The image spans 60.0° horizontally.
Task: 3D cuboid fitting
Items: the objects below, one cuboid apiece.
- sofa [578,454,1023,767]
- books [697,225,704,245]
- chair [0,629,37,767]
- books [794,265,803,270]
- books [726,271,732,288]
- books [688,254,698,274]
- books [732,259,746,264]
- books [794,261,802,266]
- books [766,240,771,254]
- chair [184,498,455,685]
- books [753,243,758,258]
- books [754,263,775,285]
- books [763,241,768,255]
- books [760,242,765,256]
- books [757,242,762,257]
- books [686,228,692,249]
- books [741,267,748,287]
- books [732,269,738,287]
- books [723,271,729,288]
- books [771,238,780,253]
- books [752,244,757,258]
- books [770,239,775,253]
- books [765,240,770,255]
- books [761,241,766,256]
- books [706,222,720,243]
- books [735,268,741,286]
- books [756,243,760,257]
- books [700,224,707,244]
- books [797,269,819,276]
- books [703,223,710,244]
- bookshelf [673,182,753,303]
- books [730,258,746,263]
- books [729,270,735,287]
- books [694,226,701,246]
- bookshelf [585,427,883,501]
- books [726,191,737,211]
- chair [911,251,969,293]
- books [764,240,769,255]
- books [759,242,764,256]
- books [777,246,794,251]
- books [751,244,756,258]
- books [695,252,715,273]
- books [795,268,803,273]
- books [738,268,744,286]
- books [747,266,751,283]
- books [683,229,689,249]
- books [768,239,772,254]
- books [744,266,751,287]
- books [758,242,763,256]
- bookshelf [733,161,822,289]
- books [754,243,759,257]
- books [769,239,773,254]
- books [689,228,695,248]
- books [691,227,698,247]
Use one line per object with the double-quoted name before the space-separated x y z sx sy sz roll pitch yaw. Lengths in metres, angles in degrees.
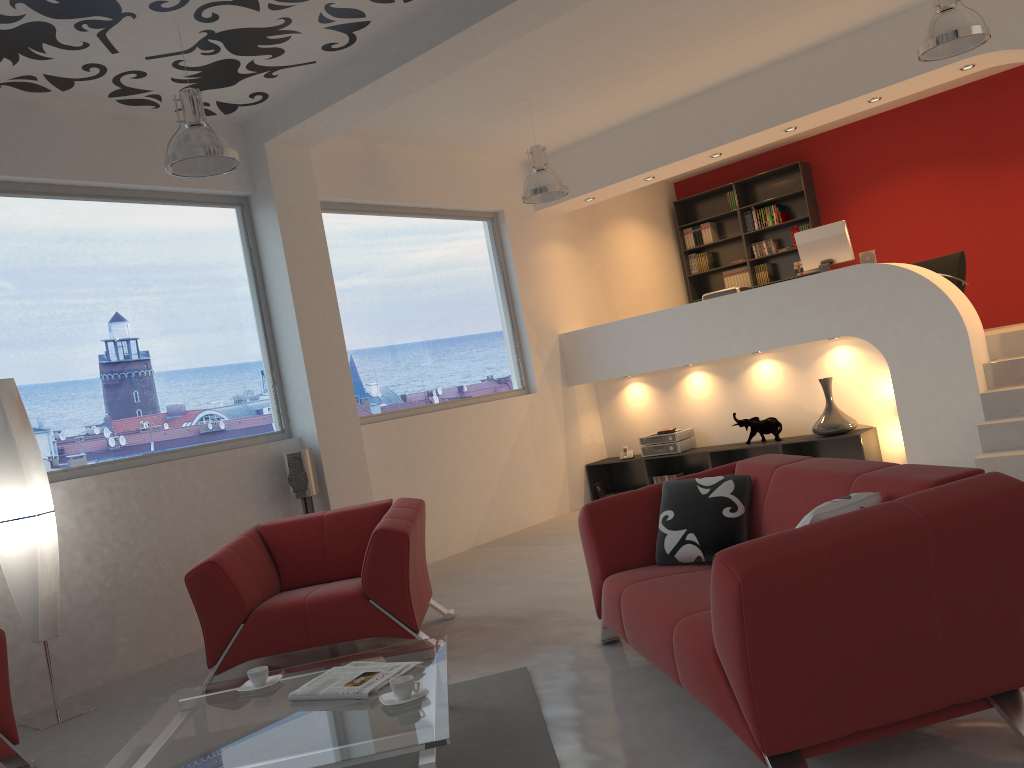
"sofa" 0.918 0.729 3.278 0.951 0.738 1.929 -10 -1 -10
"books" 2.371 -1.827 10.934 0.040 0.260 0.200 -11 -1 40
"chair" -2.566 1.374 3.239 0.951 0.738 1.288 -10 -1 0
"books" 3.387 -1.353 10.134 0.260 0.040 0.200 -11 -1 40
"books" 2.676 -1.243 10.761 0.040 0.260 0.200 -11 -1 40
"books" 2.301 -1.489 11.054 0.090 0.256 0.181 -11 -1 40
"books" 2.765 -1.473 10.682 0.190 0.015 0.135 -11 -1 40
"books" 3.382 -1.393 10.122 0.260 0.040 0.200 -11 -1 40
"books" 3.048 -1.603 10.429 0.031 0.190 0.135 -11 -1 40
"chair" -1.038 1.115 4.887 1.288 0.738 0.951 -10 -1 0
"books" 2.924 -1.578 10.535 0.031 0.190 0.135 -11 -1 40
"books" 2.993 -1.296 10.506 0.146 0.240 0.170 -11 -1 40
"books" 3.015 -1.596 10.458 0.031 0.190 0.135 -11 -1 40
"books" 2.992 -1.592 10.477 0.031 0.190 0.135 -11 -1 40
"books" 2.958 -1.585 10.506 0.031 0.190 0.135 -11 -1 40
"books" 2.249 -1.803 11.038 0.040 0.260 0.200 -11 -1 40
"books" 2.829 -1.273 10.631 0.040 0.260 0.200 -11 -1 40
"books" 2.737 -1.255 10.709 0.040 0.260 0.200 -11 -1 40
"books" 2.646 -1.237 10.788 0.040 0.260 0.200 -11 -1 40
"books" 3.093 -1.612 10.390 0.031 0.190 0.135 -11 -1 40
"books" 2.913 -1.576 10.545 0.031 0.190 0.135 -11 -1 40
"books" 3.082 -1.610 10.400 0.031 0.190 0.135 -11 -1 40
"books" 3.037 -1.601 10.438 0.031 0.190 0.135 -11 -1 40
"books" 3.003 -1.594 10.467 0.031 0.190 0.135 -11 -1 40
"books" 2.462 -1.846 10.855 0.040 0.260 0.200 -11 -1 40
"books" 2.768 -1.261 10.683 0.040 0.260 0.200 -11 -1 40
"books" 2.947 -1.583 10.516 0.031 0.190 0.135 -11 -1 40
"books" 2.402 -1.834 10.907 0.040 0.260 0.200 -11 -1 40
"books" 3.421 -1.279 10.122 0.260 0.040 0.200 -11 -1 42
"books" 2.432 -1.840 10.881 0.040 0.260 0.200 -11 -1 40
"bookshelf" 2.588 -1.240 10.792 0.816 2.213 0.305 -11 -1 40
"books" 2.748 -1.485 10.694 0.190 0.015 0.135 -11 -1 40
"books" 2.707 -1.249 10.735 0.040 0.260 0.200 -11 -1 40
"books" 2.340 -1.821 10.960 0.040 0.260 0.200 -11 -1 40
"bookshelf" 1.941 0.784 8.208 2.764 0.397 0.405 -11 -1 40
"books" 2.690 -2.187 10.633 0.146 0.240 0.170 -11 -1 40
"chair" 3.953 -0.804 8.565 0.768 0.795 0.664 -10 -1 -30
"books" 3.026 -1.598 10.448 0.031 0.190 0.135 -11 -1 40
"books" 2.981 -1.590 10.487 0.031 0.190 0.135 -11 -1 40
"books" 3.196 -1.573 10.310 0.135 0.015 0.190 -10 -1 -45
"books" 2.902 -1.574 10.554 0.031 0.190 0.135 -11 -1 40
"books" 2.393 -1.499 10.976 0.146 0.240 0.170 -11 -1 40
"books" 3.398 -1.315 10.132 0.260 0.040 0.200 -11 -1 40
"books" 2.798 -1.267 10.657 0.040 0.260 0.200 -11 -1 40
"books" 2.890 -1.285 10.579 0.040 0.260 0.200 -11 -1 40
"books" 2.219 -1.797 11.064 0.040 0.260 0.200 -11 -1 40
"books" 3.060 -1.605 10.419 0.031 0.190 0.135 -11 -1 40
"books" 2.859 -1.279 10.605 0.040 0.260 0.200 -11 -1 40
"books" 2.969 -1.587 10.496 0.031 0.190 0.135 -11 -1 40
"bookshelf" 3.201 -1.361 10.267 0.816 2.213 0.305 -11 -1 40
"books" 2.936 -1.581 10.525 0.031 0.190 0.135 -11 -1 40
"books" 3.071 -1.607 10.409 0.031 0.190 0.135 -11 -1 40
"books" 2.280 -1.809 11.012 0.040 0.260 0.200 -11 -1 40
"books" 2.310 -1.815 10.986 0.040 0.260 0.200 -11 -1 40
